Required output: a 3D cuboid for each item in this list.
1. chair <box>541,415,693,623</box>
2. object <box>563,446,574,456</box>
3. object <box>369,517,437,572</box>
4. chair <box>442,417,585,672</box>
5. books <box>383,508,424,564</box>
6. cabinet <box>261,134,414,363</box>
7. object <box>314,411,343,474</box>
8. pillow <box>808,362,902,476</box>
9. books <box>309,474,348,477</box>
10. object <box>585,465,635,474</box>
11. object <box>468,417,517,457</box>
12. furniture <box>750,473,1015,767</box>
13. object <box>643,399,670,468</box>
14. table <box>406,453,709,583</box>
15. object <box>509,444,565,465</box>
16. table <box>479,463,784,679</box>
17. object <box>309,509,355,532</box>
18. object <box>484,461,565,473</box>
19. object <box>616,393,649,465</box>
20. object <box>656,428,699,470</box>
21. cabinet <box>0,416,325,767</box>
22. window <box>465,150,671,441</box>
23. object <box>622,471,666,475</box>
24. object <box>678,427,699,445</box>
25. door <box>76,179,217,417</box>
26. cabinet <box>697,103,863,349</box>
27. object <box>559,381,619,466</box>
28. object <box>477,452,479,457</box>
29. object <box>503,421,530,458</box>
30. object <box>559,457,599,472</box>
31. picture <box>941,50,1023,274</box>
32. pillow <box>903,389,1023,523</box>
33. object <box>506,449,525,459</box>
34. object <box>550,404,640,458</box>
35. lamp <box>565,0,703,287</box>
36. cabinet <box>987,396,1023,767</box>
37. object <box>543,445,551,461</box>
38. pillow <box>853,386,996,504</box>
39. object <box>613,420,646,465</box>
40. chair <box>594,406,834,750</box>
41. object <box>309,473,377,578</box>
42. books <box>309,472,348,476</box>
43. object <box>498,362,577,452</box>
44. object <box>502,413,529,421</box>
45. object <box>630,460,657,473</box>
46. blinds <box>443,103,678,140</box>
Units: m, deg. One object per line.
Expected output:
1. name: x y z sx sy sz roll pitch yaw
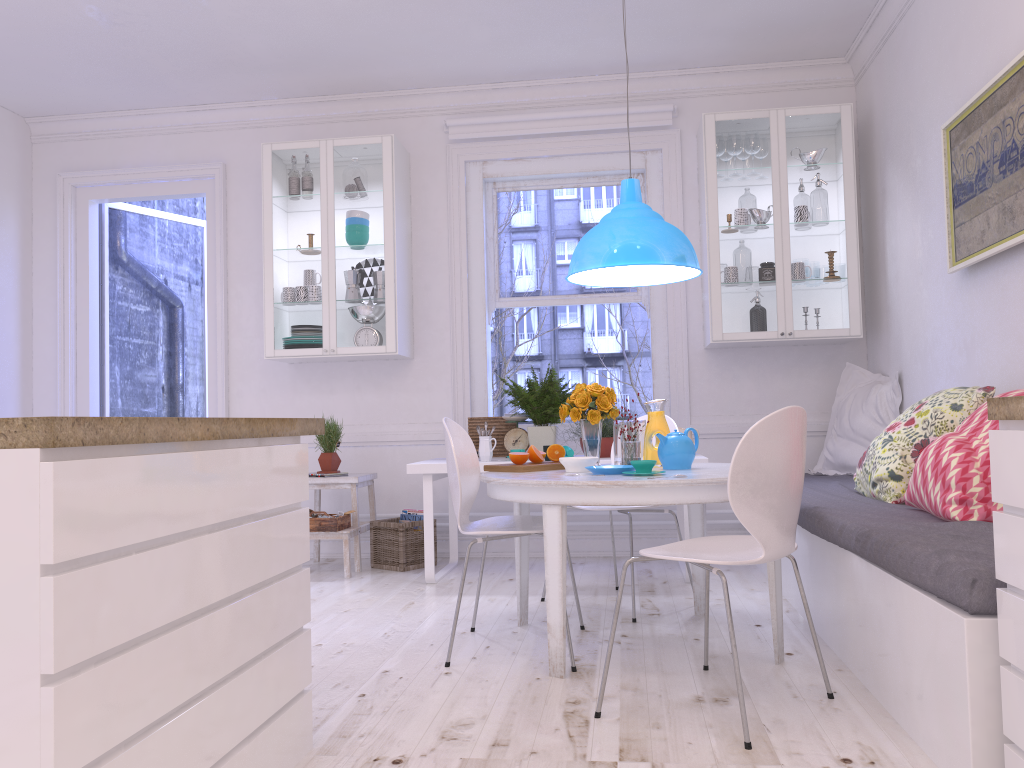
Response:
1. chair: 0.491 0.557 3.972 0.483 0.845 0.604 0 -3 -37
2. object: 0.279 0.347 4.553 0.069 0.059 0.082 -1 -3 -15
3. object: -0.630 0.925 5.149 0.276 0.270 0.276 -4 -3 40
4. chair: -0.001 0.537 3.237 0.483 0.845 0.604 -2 -3 7
5. books: -0.621 0.891 5.160 0.221 0.306 0.205 -4 -3 40
6. cabinet: -1.071 -0.809 5.458 0.823 1.311 0.425 -2 -3 7
7. object: -1.059 0.333 5.159 0.186 0.367 0.196 0 -3 -38
8. pillow: 1.916 0.188 4.872 0.374 0.642 0.677 0 -3 -22
9. books: -1.104 0.531 5.167 0.246 0.011 0.180 -3 -3 37
10. object: 0.355 0.304 3.134 0.196 0.023 0.196 -1 -3 -5
11. object: -0.109 0.311 5.199 0.294 0.237 0.028 -2 -3 7
12. furniture: 1.486 0.676 3.430 0.769 0.508 3.296 -2 -3 7
13. object: 0.570 0.192 3.482 0.094 0.267 0.116 -3 -3 34
14. table: 0.265 0.711 4.787 1.514 0.619 0.736 -2 -3 7
15. object: 0.083 0.280 3.550 0.129 0.075 0.285 -4 -3 43
16. table: 0.457 0.634 3.271 1.140 0.629 1.140 -3 -3 36
17. object: -1.058 0.751 4.911 0.358 0.110 0.211 -2 -3 10
18. object: 0.090 0.328 3.523 0.347 0.024 0.224 1 -3 -43
19. object: 0.449 0.177 3.303 0.128 0.287 0.128 -2 -3 9
20. object: 0.619 0.240 3.307 0.156 0.151 0.150 -2 -3 11
21. cabinet: -0.901 0.501 1.878 0.654 0.842 1.167 -2 -3 7
22. window: 0.349 -0.534 5.607 1.234 1.782 0.181 -2 -3 7
23. object: 0.445 0.302 2.994 0.147 0.011 0.147 -2 -3 10
24. object: 0.932 0.307 4.776 0.127 0.152 0.115 -1 -3 -10
25. door: -2.342 -0.085 6.367 1.009 2.474 1.021 -2 -3 7
26. cabinet: 1.527 -0.890 5.130 0.823 1.311 0.425 -2 -3 7
27. object: 0.318 0.159 3.550 0.234 0.351 0.235 0 -3 -28
28. object: -0.221 0.387 4.747 0.079 0.048 0.082 0 -3 -33
29. object: 0.032 0.316 5.073 0.159 0.208 0.185 -2 -3 7
30. object: 0.249 0.299 3.299 0.147 0.052 0.147 1 -3 -40
31. picture: 1.774 -0.797 3.265 0.020 0.629 0.971 -2 -3 7
32. pillow: 1.538 0.216 2.784 0.491 0.424 0.587 -2 -3 10
33. object: 0.031 0.374 4.684 0.121 0.055 0.121 1 -3 -42
34. object: 0.501 0.229 4.803 0.668 0.367 0.531 -3 -3 32
35. lamp: 0.481 -1.418 3.736 0.568 1.948 0.568 -4 -3 41
36. cabinet: 1.242 0.418 1.243 0.654 0.842 1.036 -2 -3 7
37. object: 0.182 0.351 4.492 0.055 0.077 0.070 -3 -3 33
38. pillow: 1.628 0.239 3.462 0.509 0.447 0.592 -2 -3 12
39. object: 0.469 0.237 3.519 0.101 0.186 0.122 -3 -3 37
40. chair: 0.594 0.491 2.522 0.483 0.845 0.604 -4 -3 42
41. object: -1.047 0.801 5.116 0.418 0.534 0.599 -2 -3 7
42. books: -1.105 0.522 5.167 0.246 0.007 0.180 -3 -3 37
43. object: 0.157 0.146 4.947 0.438 0.527 0.368 -2 -3 7
44. object: 0.026 0.190 5.090 0.163 0.047 0.164 0 -3 -33
45. object: 0.445 0.281 2.995 0.088 0.043 0.088 -2 -3 15
46. blinds: 0.288 -1.609 5.469 1.451 0.131 0.136 -2 -3 7
